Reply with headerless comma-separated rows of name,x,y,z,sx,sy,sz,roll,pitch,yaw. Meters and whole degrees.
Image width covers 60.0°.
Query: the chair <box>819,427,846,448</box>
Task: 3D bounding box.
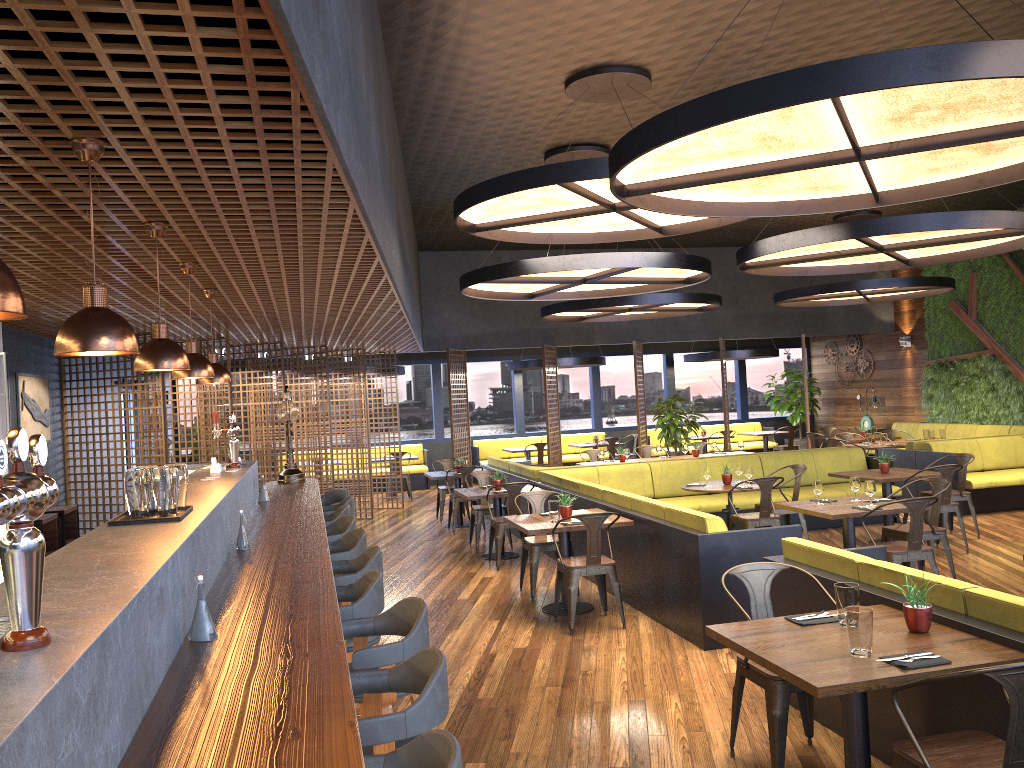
chair,6.009,1.269,16.442,0.504,0.917,0.541,-3,-1,-13

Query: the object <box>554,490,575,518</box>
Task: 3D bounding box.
object,0.449,1.008,7.542,0.238,0.271,0.260,-3,-1,8

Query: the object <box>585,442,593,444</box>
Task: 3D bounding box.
object,1.623,1.213,18.309,0.255,0.019,0.157,-3,-1,-14

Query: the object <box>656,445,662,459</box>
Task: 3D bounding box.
object,2.218,1.026,13.383,0.097,0.206,0.097,-4,-1,33

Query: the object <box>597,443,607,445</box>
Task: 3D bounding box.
object,1.780,1.196,17.665,0.255,0.019,0.157,-3,-1,-14

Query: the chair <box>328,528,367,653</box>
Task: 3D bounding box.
chair,-1.098,1.437,5.449,0.483,1.048,0.438,-4,-1,37

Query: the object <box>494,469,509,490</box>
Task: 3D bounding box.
object,-0.157,1.075,10.197,0.260,0.271,0.238,-3,-1,-12

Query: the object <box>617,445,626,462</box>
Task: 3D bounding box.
object,1.620,1.018,13.117,0.238,0.271,0.260,-3,-1,8

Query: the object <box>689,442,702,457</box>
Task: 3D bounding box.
object,2.763,0.961,13.385,0.238,0.271,0.260,-3,-1,8

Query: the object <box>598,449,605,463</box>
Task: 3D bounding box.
object,1.334,1.070,13.176,0.097,0.206,0.097,-4,-1,33

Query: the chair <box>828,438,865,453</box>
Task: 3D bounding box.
chair,5.185,1.276,13.652,0.541,0.917,0.504,-3,-1,-13

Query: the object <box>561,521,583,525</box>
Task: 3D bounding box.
object,0.487,1.128,7.226,0.255,0.019,0.157,-3,-1,-14

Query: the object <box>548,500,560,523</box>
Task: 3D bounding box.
object,0.353,1.056,7.340,0.102,0.178,0.102,-3,-1,22

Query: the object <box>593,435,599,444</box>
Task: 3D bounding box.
object,1.690,1.123,17.808,0.102,0.178,0.102,-3,-1,-28

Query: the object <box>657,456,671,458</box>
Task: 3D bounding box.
object,2.326,1.116,13.522,0.157,0.019,0.255,-3,-1,-13

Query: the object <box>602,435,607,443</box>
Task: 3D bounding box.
object,1.867,1.115,17.949,0.102,0.178,0.102,-3,-1,-28

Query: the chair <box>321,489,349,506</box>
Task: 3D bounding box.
chair,-1.680,1.503,8.078,0.438,1.048,0.483,-3,-1,-21

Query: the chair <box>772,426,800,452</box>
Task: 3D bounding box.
chair,5.628,1.312,18.171,0.504,0.917,0.541,-3,-1,-13

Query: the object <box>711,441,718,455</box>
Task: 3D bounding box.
object,3.102,0.981,13.590,0.097,0.206,0.097,-4,-1,33

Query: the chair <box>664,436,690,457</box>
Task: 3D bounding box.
chair,3.407,1.433,18.419,0.541,0.917,0.504,-3,-1,-13

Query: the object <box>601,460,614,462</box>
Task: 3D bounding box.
object,1.442,1.160,13.316,0.157,0.019,0.255,-3,-1,-13

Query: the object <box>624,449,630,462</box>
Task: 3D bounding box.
object,1.676,1.048,12.908,0.097,0.206,0.097,-4,-1,33

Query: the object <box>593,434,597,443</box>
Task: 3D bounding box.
object,1.704,1.127,18.167,0.102,0.178,0.102,-3,-1,-28

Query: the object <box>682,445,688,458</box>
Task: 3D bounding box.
object,2.560,1.004,13.115,0.097,0.206,0.097,-4,-1,33

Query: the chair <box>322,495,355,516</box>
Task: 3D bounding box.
chair,-1.537,1.487,7.507,0.438,1.048,0.483,-3,-1,16

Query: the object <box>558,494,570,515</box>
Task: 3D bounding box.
object,0.455,1.056,7.713,0.102,0.178,0.102,-3,-1,-28

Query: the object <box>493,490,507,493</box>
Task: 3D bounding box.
object,-0.125,1.195,9.855,0.255,0.019,0.157,-3,-1,-14

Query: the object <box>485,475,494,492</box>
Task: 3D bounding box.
object,-0.246,1.123,9.977,0.102,0.178,0.102,-3,-1,-28

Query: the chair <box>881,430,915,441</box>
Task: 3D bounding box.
chair,6.453,1.223,14.727,0.504,0.917,0.541,-3,-1,-13

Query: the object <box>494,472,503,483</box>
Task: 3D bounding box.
object,-0.156,1.123,10.343,0.102,0.178,0.102,-3,-1,-28

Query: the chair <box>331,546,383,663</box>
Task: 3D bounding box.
chair,-0.893,1.417,4.742,0.438,1.048,0.483,-3,-1,16

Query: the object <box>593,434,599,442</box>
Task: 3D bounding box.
object,1.706,1.078,17.992,0.238,0.271,0.260,-3,-1,8

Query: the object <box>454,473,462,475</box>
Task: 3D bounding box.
object,-0.739,1.262,12.492,0.255,0.019,0.157,-3,-1,-14

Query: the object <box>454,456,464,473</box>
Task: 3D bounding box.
object,-0.764,1.141,12.803,0.260,0.271,0.238,-3,-1,-12

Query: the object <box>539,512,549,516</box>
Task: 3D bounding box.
object,0.374,1.142,7.855,0.255,0.019,0.157,-3,-1,-14

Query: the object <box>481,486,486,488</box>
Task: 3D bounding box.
object,-0.238,1.209,10.484,0.255,0.019,0.157,-3,-1,-14

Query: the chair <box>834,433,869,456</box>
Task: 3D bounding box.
chair,5.608,1.265,14.529,0.504,0.917,0.541,-3,-1,-13

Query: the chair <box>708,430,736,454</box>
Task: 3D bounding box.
chair,4.237,1.381,17.846,0.504,0.917,0.541,-3,-1,-13

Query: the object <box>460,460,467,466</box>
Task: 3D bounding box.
object,-0.688,1.182,12.668,0.102,0.178,0.102,-3,-1,-8

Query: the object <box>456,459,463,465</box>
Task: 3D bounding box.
object,-0.770,1.190,12.979,0.102,0.178,0.102,-3,-1,2

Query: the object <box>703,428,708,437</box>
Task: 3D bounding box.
object,4.005,1.007,18.348,0.102,0.178,0.102,-3,-1,-28

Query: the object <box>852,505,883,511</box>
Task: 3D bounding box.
object,2.872,1.004,7.206,0.157,0.019,0.255,-3,-1,-13

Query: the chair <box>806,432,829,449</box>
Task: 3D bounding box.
chair,5.470,1.286,15.549,0.541,0.917,0.504,-3,-1,-13

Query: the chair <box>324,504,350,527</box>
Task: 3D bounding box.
chair,-1.460,1.475,6.887,0.438,1.048,0.483,-2,-1,-42

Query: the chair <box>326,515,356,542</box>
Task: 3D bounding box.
chair,-1.279,1.456,6.132,0.438,1.048,0.483,-3,-1,1

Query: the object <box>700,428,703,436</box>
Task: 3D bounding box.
object,4.019,1.011,18.707,0.102,0.178,0.102,-3,-1,-28

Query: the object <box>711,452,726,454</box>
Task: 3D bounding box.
object,3.210,1.072,13.729,0.157,0.019,0.255,-3,-1,-13

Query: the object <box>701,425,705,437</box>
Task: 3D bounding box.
object,3.999,0.963,18.525,0.238,0.271,0.260,-3,-1,8

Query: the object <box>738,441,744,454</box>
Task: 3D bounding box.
object,3.443,0.960,13.322,0.097,0.206,0.097,-4,-1,33
